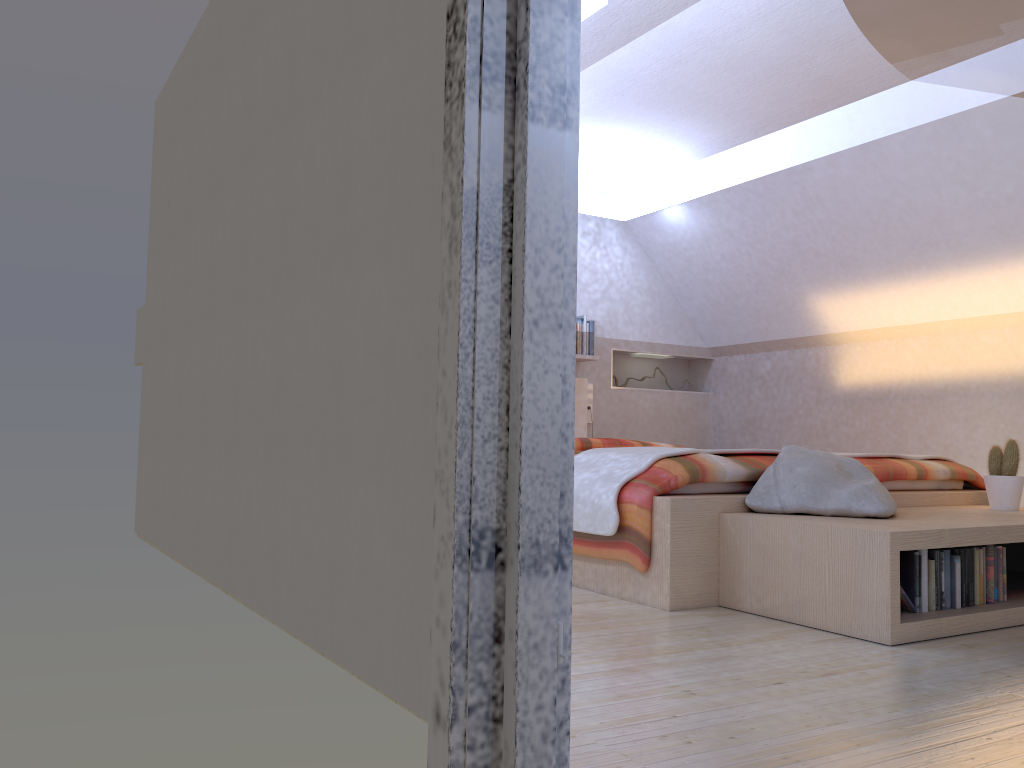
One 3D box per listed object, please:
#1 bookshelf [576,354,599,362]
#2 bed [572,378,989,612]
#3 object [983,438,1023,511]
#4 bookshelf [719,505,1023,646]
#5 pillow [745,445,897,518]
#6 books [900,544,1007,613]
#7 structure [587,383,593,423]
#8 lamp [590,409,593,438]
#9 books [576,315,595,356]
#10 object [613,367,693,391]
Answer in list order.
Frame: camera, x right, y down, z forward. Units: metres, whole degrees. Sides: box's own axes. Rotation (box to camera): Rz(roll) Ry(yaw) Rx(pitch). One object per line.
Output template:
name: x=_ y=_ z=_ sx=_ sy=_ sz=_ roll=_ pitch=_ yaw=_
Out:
bookshelf: x=0.162 y=-0.200 z=6.072 sx=0.916 sy=0.028 sz=0.223 roll=3 pitch=-4 yaw=-31
bed: x=0.555 y=0.347 z=4.630 sx=2.087 sy=0.994 sz=3.009 roll=3 pitch=-4 yaw=-31
object: x=1.900 y=0.346 z=3.426 sx=0.144 sy=0.294 sz=0.144 roll=2 pitch=-4 yaw=-6
bookshelf: x=1.491 y=0.604 z=3.045 sx=1.495 sy=0.303 sz=0.643 roll=3 pitch=-4 yaw=-31
pillow: x=1.094 y=0.336 z=3.112 sx=0.470 sy=0.241 sz=0.498 roll=-1 pitch=-4 yaw=24
books: x=1.258 y=0.577 z=2.696 sx=0.652 sy=0.193 sz=0.157 roll=3 pitch=-4 yaw=-31
structure: x=0.547 y=0.140 z=6.414 sx=0.077 sy=0.286 sz=0.034 roll=3 pitch=-4 yaw=-31
lamp: x=1.472 y=0.523 z=5.481 sx=0.396 sy=0.788 sz=2.551 roll=4 pitch=-5 yaw=-40
books: x=0.471 y=-0.337 z=6.271 sx=0.145 sy=0.281 sz=0.200 roll=3 pitch=-4 yaw=-31
object: x=1.111 y=-0.041 z=6.938 sx=0.905 sy=0.193 sz=0.085 roll=3 pitch=-4 yaw=-31
